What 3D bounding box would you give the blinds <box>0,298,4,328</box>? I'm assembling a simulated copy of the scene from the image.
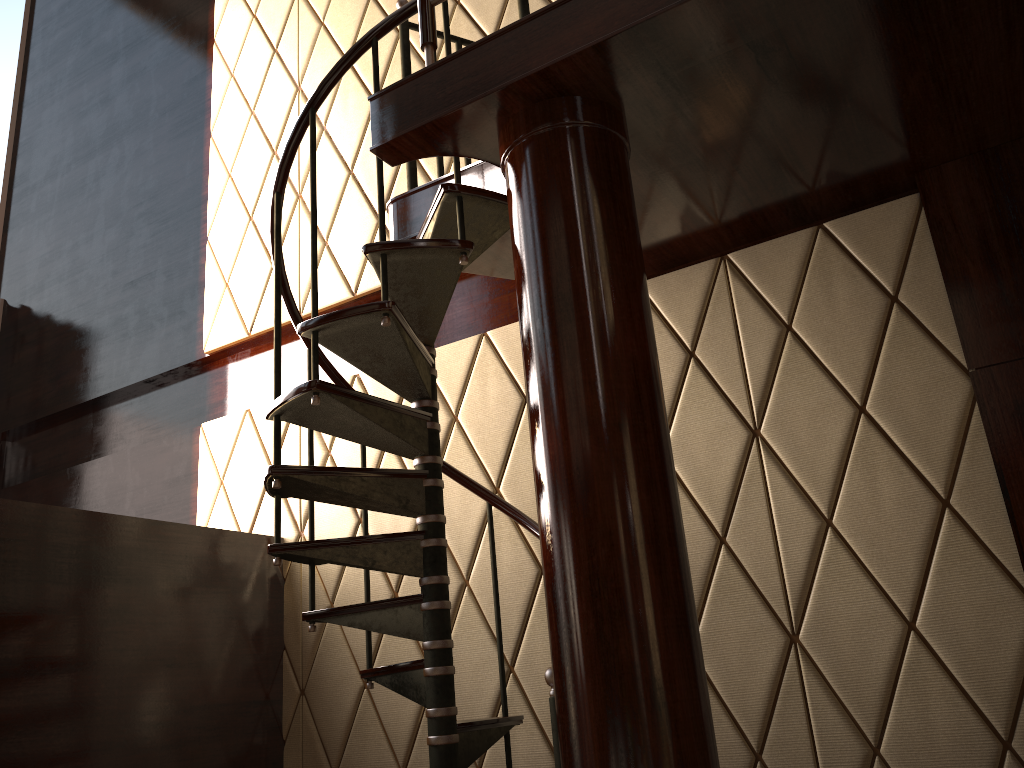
[{"bbox_3d":[-3.950,0.551,2.868,0.108,3.403,4.683,-16,-22,28],"label":"blinds"}]
